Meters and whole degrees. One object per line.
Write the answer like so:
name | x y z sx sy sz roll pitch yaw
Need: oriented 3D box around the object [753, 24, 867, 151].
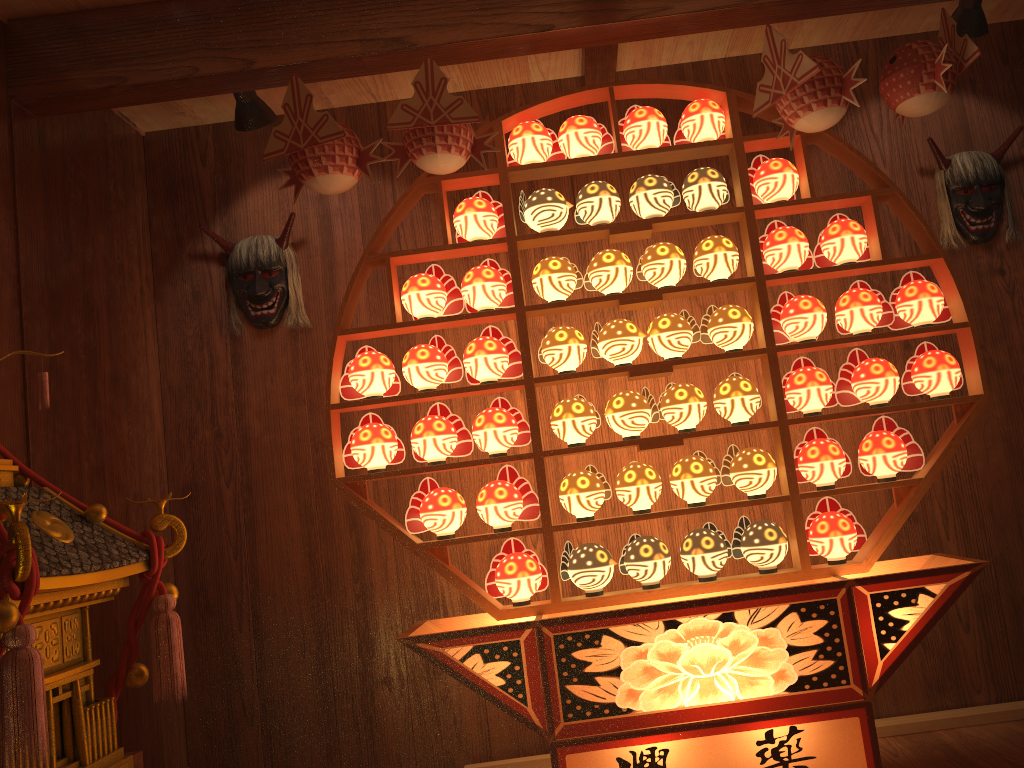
object | 0.852 -0.872 2.537 0.246 0.314 0.356 -4 -8 -20

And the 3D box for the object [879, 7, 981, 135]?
object | 1.160 -0.925 2.540 0.229 0.318 0.366 -7 -7 -2

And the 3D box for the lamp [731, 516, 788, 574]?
lamp | 0.753 0.472 2.619 0.144 0.173 0.152 -2 -9 -33

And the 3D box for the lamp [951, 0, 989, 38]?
lamp | 1.477 -1.205 2.888 0.132 0.177 0.179 -10 -8 22

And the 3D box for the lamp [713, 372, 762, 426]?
lamp | 0.676 0.042 2.669 0.137 0.173 0.160 -9 -8 17

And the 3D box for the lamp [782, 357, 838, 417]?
lamp | 0.895 0.003 2.671 0.187 0.195 0.159 -9 -7 11

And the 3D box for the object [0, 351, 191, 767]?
object | -1.028 0.554 1.693 0.607 1.513 0.811 -7 -7 2

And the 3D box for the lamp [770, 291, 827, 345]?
lamp | 0.894 -0.213 2.699 0.193 0.187 0.154 -5 -8 -18

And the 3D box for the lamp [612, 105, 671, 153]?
lamp | 0.419 -0.819 2.779 0.202 0.200 0.155 -6 -7 -9

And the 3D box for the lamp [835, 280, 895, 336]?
lamp | 1.055 -0.236 2.702 0.175 0.191 0.162 -12 -9 31

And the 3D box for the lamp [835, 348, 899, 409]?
lamp | 1.100 -0.026 2.673 0.203 0.200 0.155 -5 -7 -14

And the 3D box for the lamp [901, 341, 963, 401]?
lamp | 1.281 -0.046 2.672 0.180 0.192 0.159 -9 -7 11

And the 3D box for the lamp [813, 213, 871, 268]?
lamp | 1.021 -0.454 2.727 0.186 0.195 0.160 -9 -8 16

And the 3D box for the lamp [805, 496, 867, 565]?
lamp | 0.949 0.434 2.621 0.191 0.197 0.160 -9 -8 16

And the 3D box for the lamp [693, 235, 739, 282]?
lamp | 0.629 -0.392 2.723 0.138 0.173 0.158 -8 -7 7

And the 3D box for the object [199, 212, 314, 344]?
object | -0.935 -0.379 3.270 0.363 0.453 0.138 -7 -7 0

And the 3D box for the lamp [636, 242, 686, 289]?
lamp | 0.471 -0.369 2.724 0.142 0.167 0.154 -5 -8 -18

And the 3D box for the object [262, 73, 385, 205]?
object | -0.538 -0.695 2.531 0.355 0.310 0.245 -11 -8 27

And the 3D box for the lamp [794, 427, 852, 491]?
lamp | 0.925 0.220 2.644 0.183 0.193 0.159 -9 -7 11

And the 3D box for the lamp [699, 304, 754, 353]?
lamp | 0.672 -0.177 2.700 0.144 0.173 0.152 -3 -8 -28

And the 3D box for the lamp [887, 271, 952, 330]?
lamp | 1.243 -0.265 2.700 0.197 0.200 0.160 -9 -8 16

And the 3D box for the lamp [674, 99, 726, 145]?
lamp | 0.599 -0.836 2.779 0.188 0.188 0.158 -8 -7 6

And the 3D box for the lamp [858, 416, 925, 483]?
lamp | 1.104 0.194 2.646 0.194 0.200 0.162 -13 -9 36

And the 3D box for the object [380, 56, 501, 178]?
object | -0.216 -0.746 2.539 0.347 0.306 0.215 -7 -7 1

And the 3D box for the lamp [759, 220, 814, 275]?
lamp | 0.844 -0.434 2.725 0.200 0.200 0.157 -7 -7 1

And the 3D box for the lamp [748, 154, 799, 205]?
lamp | 0.824 -0.651 2.754 0.203 0.200 0.155 -5 -7 -14

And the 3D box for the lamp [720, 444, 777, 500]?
lamp | 0.727 0.256 2.644 0.144 0.173 0.152 -2 -9 -33

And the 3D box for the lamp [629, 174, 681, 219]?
lamp | 0.429 -0.583 2.756 0.134 0.167 0.162 -14 -10 42

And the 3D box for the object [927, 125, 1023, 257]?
object | 1.735 -0.698 3.275 0.363 0.453 0.138 -7 -7 0

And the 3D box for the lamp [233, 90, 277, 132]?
lamp | -0.841 -0.904 2.879 0.137 0.176 0.172 -6 -8 -12

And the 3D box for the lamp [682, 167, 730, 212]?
lamp | 0.597 -0.608 2.751 0.137 0.173 0.160 -9 -8 17
